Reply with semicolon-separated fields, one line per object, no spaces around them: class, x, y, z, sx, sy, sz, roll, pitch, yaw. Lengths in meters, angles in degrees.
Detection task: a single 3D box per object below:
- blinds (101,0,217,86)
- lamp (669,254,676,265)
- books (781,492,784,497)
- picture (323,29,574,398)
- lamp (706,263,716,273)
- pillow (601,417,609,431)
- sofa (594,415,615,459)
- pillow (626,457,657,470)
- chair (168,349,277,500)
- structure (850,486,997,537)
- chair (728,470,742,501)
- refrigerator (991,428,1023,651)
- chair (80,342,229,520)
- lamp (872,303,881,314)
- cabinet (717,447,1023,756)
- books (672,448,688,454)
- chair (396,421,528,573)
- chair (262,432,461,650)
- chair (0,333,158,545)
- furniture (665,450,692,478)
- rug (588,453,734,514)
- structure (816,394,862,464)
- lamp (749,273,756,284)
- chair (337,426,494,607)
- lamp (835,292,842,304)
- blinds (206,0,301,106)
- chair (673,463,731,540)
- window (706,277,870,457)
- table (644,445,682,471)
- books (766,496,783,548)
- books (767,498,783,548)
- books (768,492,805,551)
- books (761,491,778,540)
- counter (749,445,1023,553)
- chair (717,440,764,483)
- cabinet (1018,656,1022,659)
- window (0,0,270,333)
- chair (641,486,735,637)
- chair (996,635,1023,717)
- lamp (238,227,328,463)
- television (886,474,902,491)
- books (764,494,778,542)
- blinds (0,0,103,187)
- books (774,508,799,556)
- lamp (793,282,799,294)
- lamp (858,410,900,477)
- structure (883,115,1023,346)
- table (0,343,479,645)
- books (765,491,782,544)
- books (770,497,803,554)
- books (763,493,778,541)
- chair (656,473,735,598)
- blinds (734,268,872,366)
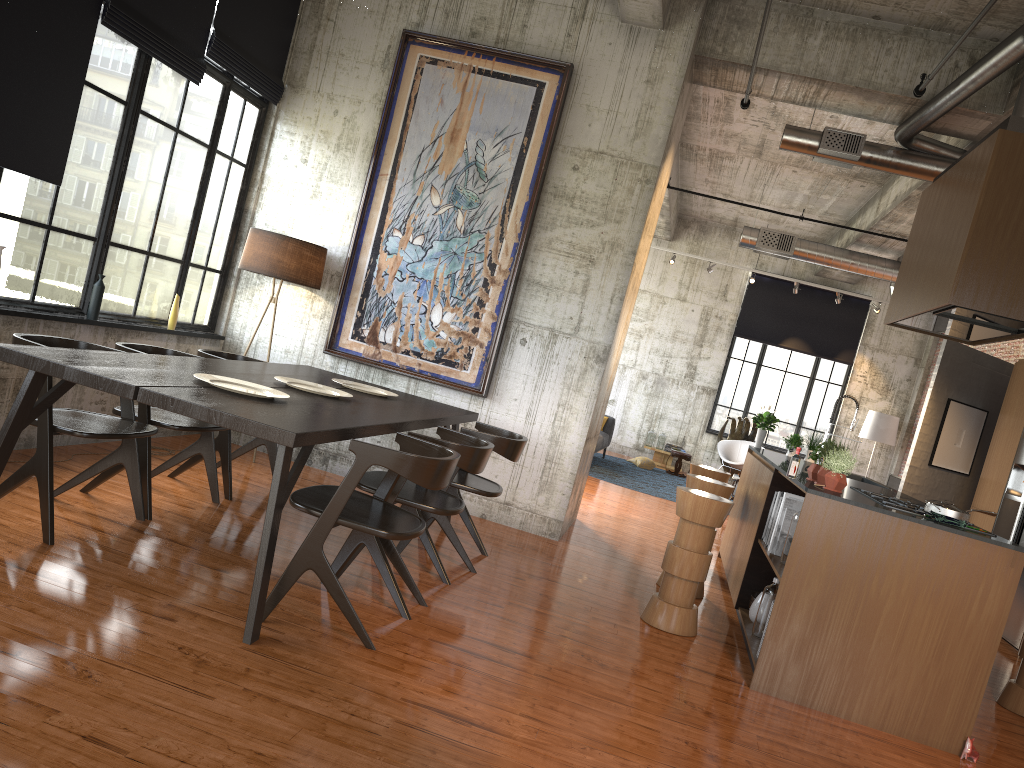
blinds;-2.494;-3.119;6.602;0.051;1.400;1.254;16;3;10
lamp;3.249;-2.511;17.908;0.101;0.229;0.199;16;4;20
books;2.099;1.050;6.617;0.284;0.429;0.050;15;4;10
picture;-0.621;-1.585;8.229;1.653;3.127;0.142;15;4;10
lamp;3.977;-2.314;17.745;0.182;0.241;0.102;15;4;5
pillow;1.609;0.706;16.662;0.435;0.319;0.168;14;4;-16
sofa;0.987;0.855;15.788;1.360;0.863;3.003;15;2;12
pillow;2.584;1.552;17.429;0.505;0.248;0.479;14;3;-24
chair;-2.159;0.306;6.962;0.768;0.995;0.878;15;3;10
structure;2.723;0.836;5.965;0.677;0.019;1.096;15;2;10
chair;3.796;1.711;13.702;0.873;0.795;1.043;15;3;11
refrigerator;5.868;1.301;8.997;1.209;3.057;1.516;16;4;10
chair;-2.338;0.300;5.961;0.768;0.995;0.878;15;3;11
lamp;7.086;-1.464;17.209;0.103;0.215;0.224;12;4;-39
cabinet;2.575;1.423;7.321;1.243;1.246;4.359;15;2;10
books;3.367;1.336;17.698;0.301;0.043;0.228;14;2;-16
chair;-0.381;0.793;6.605;0.769;0.995;0.877;15;3;6
chair;-0.779;0.765;4.686;0.768;0.995;0.878;15;3;11
chair;-2.503;0.292;5.075;0.768;0.995;0.878;15;3;10
furniture;3.329;1.588;17.683;0.433;0.478;0.429;13;4;-35
rug;2.573;1.713;15.790;4.862;0.009;4.821;13;3;-34
structure;3.181;0.475;8.509;0.360;0.751;0.168;15;4;10
lamp;4.781;-2.095;17.622;0.102;0.211;0.260;15;3;5
chair;-0.614;0.773;5.571;0.768;0.995;0.878;15;3;10
lamp;6.368;-1.663;17.286;0.165;0.252;0.101;12;4;-35
blinds;-2.226;-3.231;7.862;0.052;1.144;1.296;16;3;10
chair;1.838;1.299;8.785;0.410;0.965;0.409;14;4;-11
window;5.757;-0.299;18.597;2.575;3.443;0.050;15;4;10
table;3.170;1.573;18.645;0.874;0.359;0.475;15;3;10
books;2.077;1.062;6.575;0.284;0.397;0.036;15;4;10
books;2.080;1.067;6.536;0.284;0.392;0.036;15;4;10
books;2.067;1.040;6.452;0.284;0.444;0.059;15;4;10
books;2.139;1.065;6.908;0.284;0.397;0.036;15;4;10
counter;2.719;0.881;7.281;1.243;0.175;4.361;15;2;10
chair;4.410;1.601;17.333;0.809;1.032;1.052;12;4;-41
cabinet;5.131;1.235;5.651;0.858;3.051;5.340;16;3;10
window;-2.849;-2.129;6.730;0.050;3.442;3.811;16;3;10
chair;1.233;1.241;6.244;0.410;0.965;0.409;14;4;-11
chair;3.898;1.940;6.468;0.409;0.965;0.410;18;5;40
lamp;-2.310;-0.345;8.229;0.750;2.060;0.753;16;4;22
television;7.138;2.118;16.499;0.286;0.794;1.087;15;3;-3
books;2.139;1.066;6.832;0.284;0.401;0.036;15;4;10
blinds;-2.888;-2.586;5.420;0.034;2.539;1.215;16;4;10
books;2.040;1.087;6.336;0.246;0.348;0.085;15;4;10
lamp;5.583;-1.877;17.424;0.101;0.252;0.165;17;4;35
lamp;7.115;1.681;17.695;0.691;2.248;0.708;17;5;32
structure;3.130;-0.919;5.838;0.662;1.128;1.628;15;3;10
table;-1.511;0.513;5.929;1.636;1.008;3.701;15;2;10
books;2.125;1.058;6.744;0.293;0.415;0.101;15;4;10
books;2.056;1.055;6.373;0.293;0.415;0.101;15;4;10
books;2.142;1.070;6.869;0.284;0.392;0.036;15;4;10
chair;1.544;1.274;7.470;0.410;0.965;0.409;14;4;-11
blinds;6.008;-1.388;18.346;2.439;1.467;0.150;15;4;10
